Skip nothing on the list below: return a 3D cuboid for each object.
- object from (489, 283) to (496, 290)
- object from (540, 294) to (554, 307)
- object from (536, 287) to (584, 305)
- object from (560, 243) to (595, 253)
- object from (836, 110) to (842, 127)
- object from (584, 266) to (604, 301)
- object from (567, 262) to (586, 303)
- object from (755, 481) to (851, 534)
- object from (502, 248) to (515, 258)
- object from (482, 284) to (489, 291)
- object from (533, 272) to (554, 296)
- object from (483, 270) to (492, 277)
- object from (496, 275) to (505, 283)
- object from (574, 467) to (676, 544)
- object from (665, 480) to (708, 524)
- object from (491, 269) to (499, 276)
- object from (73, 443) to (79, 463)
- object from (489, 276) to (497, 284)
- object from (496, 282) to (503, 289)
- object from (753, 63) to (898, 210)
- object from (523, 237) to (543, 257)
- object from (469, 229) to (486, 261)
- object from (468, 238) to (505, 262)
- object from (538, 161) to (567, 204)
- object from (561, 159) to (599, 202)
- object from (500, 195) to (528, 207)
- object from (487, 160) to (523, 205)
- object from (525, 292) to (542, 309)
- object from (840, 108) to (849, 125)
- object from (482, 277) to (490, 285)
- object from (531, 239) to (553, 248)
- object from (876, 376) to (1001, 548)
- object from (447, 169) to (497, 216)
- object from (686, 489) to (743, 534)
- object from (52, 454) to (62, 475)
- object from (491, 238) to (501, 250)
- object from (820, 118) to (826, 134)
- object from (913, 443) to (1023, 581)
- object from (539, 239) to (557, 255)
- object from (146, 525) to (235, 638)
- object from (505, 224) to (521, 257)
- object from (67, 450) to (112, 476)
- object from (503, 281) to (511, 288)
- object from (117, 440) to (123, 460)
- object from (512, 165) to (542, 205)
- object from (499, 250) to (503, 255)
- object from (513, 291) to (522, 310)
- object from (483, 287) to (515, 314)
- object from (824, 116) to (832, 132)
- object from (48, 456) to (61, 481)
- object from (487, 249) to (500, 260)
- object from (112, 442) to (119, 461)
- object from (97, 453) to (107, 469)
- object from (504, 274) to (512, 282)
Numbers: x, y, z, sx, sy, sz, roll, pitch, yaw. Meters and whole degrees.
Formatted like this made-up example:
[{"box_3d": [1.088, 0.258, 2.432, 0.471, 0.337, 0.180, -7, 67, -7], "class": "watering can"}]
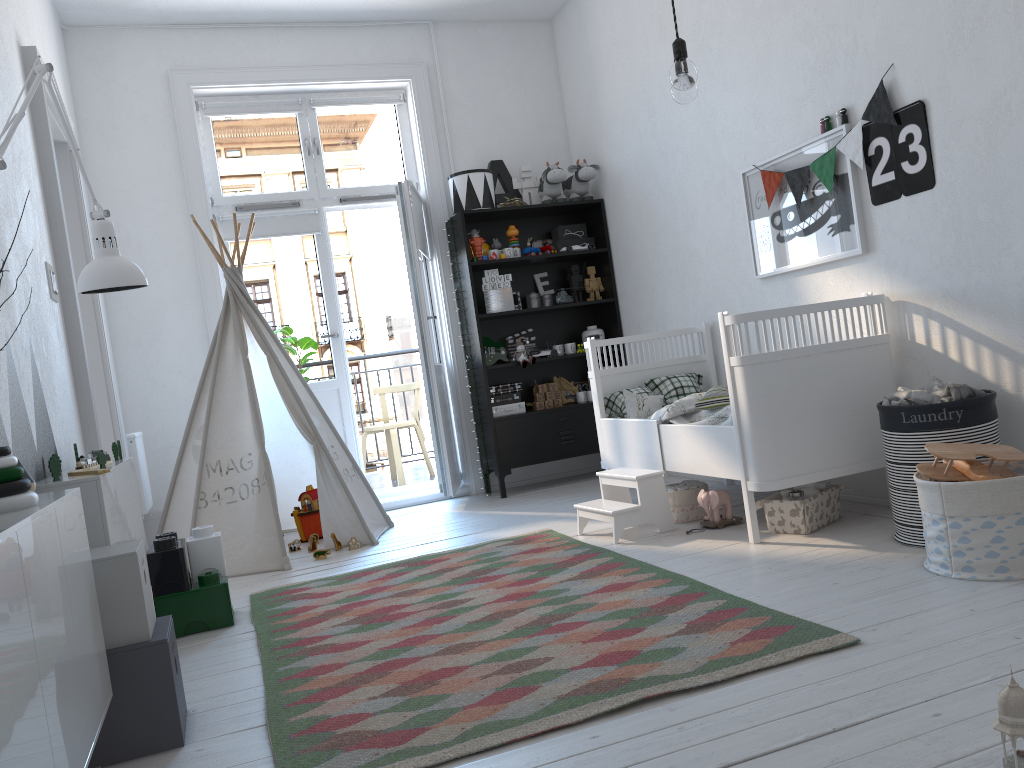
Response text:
[{"box_3d": [-0.117, -0.572, 5.237, 0.040, 0.040, 0.040, -9, 1, -14], "class": "object"}, {"box_3d": [0.255, -0.519, 5.459, 0.078, 0.091, 0.246, -9, 1, -24], "class": "object"}, {"box_3d": [0.314, -0.533, 5.445, 0.367, 0.106, 0.349, -9, 1, -17], "class": "object"}, {"box_3d": [0.397, -0.824, 5.399, 0.230, 0.048, 0.098, -9, 1, -29], "class": "object"}, {"box_3d": [1.249, -1.012, 3.380, 0.025, 0.064, 0.025, -9, 2, -23], "class": "object"}, {"box_3d": [0.506, -0.620, 5.499, 0.114, 0.221, 0.052, -9, 2, -19], "class": "object"}, {"box_3d": [0.412, -0.627, 5.534, 0.117, 0.259, 0.081, -9, 2, -19], "class": "object"}, {"box_3d": [1.092, 0.449, 3.325, 0.360, 0.163, 0.242, -9, 2, -44], "class": "object"}, {"box_3d": [-0.021, -0.770, 5.265, 0.067, 0.067, 0.067, -9, 1, -18], "class": "object"}, {"box_3d": [-0.155, -0.566, 5.227, 0.040, 0.040, 0.040, -8, 1, -4], "class": "object"}, {"box_3d": [0.200, -0.627, 5.576, 0.107, 0.151, 0.055, -9, 2, -19], "class": "object"}, {"box_3d": [-0.144, -0.649, 5.226, 0.040, 0.040, 0.040, -9, 1, -14], "class": "object"}, {"box_3d": [-0.066, -0.620, 5.232, 0.040, 0.040, 0.040, -8, 1, 11], "class": "object"}, {"box_3d": [0.455, 0.494, 3.677, 0.288, 0.246, 0.332, -9, 1, -24], "class": "object"}, {"box_3d": [0.736, 0.501, 3.802, 0.215, 0.148, 0.240, -9, 1, -12], "class": "object"}, {"box_3d": [-0.103, -0.655, 5.229, 0.040, 0.040, 0.040, -8, 1, -9], "class": "object"}, {"box_3d": [-1.369, 0.227, 2.790, 0.009, 0.081, 0.037, -9, 2, -25], "class": "object"}, {"box_3d": [-0.111, -0.613, 5.229, 0.040, 0.040, 0.040, -8, 1, 1], "class": "object"}, {"box_3d": [-0.073, -0.578, 5.232, 0.040, 0.040, 0.040, -8, 1, -4], "class": "object"}, {"box_3d": [1.211, -0.928, 3.522, 0.058, 0.415, 0.905, -9, 1, -19], "class": "object"}, {"box_3d": [0.120, -0.822, 5.355, 0.121, 0.126, 0.087, -9, 2, -41], "class": "object"}, {"box_3d": [-0.200, -0.813, 5.222, 0.105, 0.203, 0.072, -9, 2, -11], "class": "object"}, {"box_3d": [-0.190, -0.811, 5.300, 0.197, 0.197, 0.318, -9, 1, -22], "class": "object"}, {"box_3d": [0.236, -1.202, 5.391, 0.154, 0.253, 0.370, -9, 1, -11], "class": "object"}, {"box_3d": [0.377, -1.224, 5.444, 0.211, 0.253, 0.387, -9, 2, -35], "class": "object"}, {"box_3d": [0.002, -1.094, 5.323, 0.121, 0.100, 0.338, -8, 1, 16], "class": "object"}, {"box_3d": [-0.076, -1.209, 5.493, 0.343, 0.344, 0.057, -9, 2, -19], "class": "object"}, {"box_3d": [0.135, -0.511, 5.507, 0.095, 0.110, 0.095, -9, 1, -14], "class": "object"}, {"box_3d": [1.258, -1.013, 3.357, 0.025, 0.064, 0.025, -9, 2, -26], "class": "object"}, {"box_3d": [-0.156, -0.606, 5.226, 0.040, 0.040, 0.040, -8, 1, -9], "class": "object"}, {"box_3d": [0.297, -0.859, 5.625, 0.347, 0.132, 0.037, -9, 2, -19], "class": "object"}, {"box_3d": [1.393, 0.236, 2.870, 0.345, 0.513, 0.346, -9, 2, -28], "class": "object"}, {"box_3d": [-0.225, -1.142, 5.363, 0.272, 0.259, 0.394, -8, 1, 10], "class": "object"}, {"box_3d": [0.782, 0.497, 3.532, 0.254, 0.152, 0.125, -9, 1, -20], "class": "object"}, {"box_3d": [-1.302, 0.231, 2.535, 0.007, 0.063, 0.029, -7, 2, 34], "class": "object"}, {"box_3d": [-0.091, -0.810, 5.414, 0.063, 0.160, 0.063, -10, 2, -40], "class": "object"}, {"box_3d": [1.220, -1.010, 3.474, 0.025, 0.064, 0.025, -9, 2, -23], "class": "object"}, {"box_3d": [1.349, 0.330, 2.509, 0.379, 0.367, 0.378, -7, 2, 41], "class": "object"}, {"box_3d": [0.209, -0.836, 5.430, 0.122, 0.112, 0.087, -7, 2, 42], "class": "object"}, {"box_3d": [-1.134, 0.687, 3.131, 0.246, 0.332, 0.246, -9, 1, -19], "class": "object"}, {"box_3d": [0.011, -0.850, 5.319, 0.077, 0.213, 0.077, -8, 2, 15], "class": "object"}, {"box_3d": [-1.275, 0.232, 2.685, 0.111, 0.047, 0.902, -9, 1, -24], "class": "object"}, {"box_3d": [-0.028, -0.585, 5.235, 0.040, 0.040, 0.040, -8, 1, 11], "class": "object"}, {"box_3d": [-1.349, 0.226, 3.048, 0.009, 0.067, 0.054, -9, 2, -28], "class": "object"}, {"box_3d": [0.100, -1.208, 5.520, 0.190, 0.290, 0.065, -9, 2, -14], "class": "object"}, {"box_3d": [-0.072, -0.764, 5.310, 0.067, 0.067, 0.067, -10, 2, -45], "class": "object"}, {"box_3d": [0.020, -0.506, 5.504, 0.070, 0.135, 0.028, -9, 2, -19], "class": "object"}, {"box_3d": [-0.079, -0.489, 5.270, 0.170, 0.138, 0.124, -8, 1, -4], "class": "object"}, {"box_3d": [1.229, -1.010, 3.447, 0.025, 0.064, 0.025, -9, 2, -21], "class": "object"}, {"box_3d": [-1.170, 0.217, 2.271, 0.007, 0.063, 0.029, -7, 2, 34], "class": "object"}, {"box_3d": [-0.108, -0.758, 5.252, 0.067, 0.067, 0.067, -9, 1, -18], "class": "object"}, {"box_3d": [-1.333, 0.226, 2.982, 0.007, 0.063, 0.029, -8, 2, 8], "class": "object"}, {"box_3d": [-1.182, 0.222, 2.556, 0.006, 0.046, 0.037, -8, 1, 8], "class": "object"}, {"box_3d": [-0.022, -0.626, 5.235, 0.040, 0.040, 0.040, -8, 1, 6], "class": "object"}]
